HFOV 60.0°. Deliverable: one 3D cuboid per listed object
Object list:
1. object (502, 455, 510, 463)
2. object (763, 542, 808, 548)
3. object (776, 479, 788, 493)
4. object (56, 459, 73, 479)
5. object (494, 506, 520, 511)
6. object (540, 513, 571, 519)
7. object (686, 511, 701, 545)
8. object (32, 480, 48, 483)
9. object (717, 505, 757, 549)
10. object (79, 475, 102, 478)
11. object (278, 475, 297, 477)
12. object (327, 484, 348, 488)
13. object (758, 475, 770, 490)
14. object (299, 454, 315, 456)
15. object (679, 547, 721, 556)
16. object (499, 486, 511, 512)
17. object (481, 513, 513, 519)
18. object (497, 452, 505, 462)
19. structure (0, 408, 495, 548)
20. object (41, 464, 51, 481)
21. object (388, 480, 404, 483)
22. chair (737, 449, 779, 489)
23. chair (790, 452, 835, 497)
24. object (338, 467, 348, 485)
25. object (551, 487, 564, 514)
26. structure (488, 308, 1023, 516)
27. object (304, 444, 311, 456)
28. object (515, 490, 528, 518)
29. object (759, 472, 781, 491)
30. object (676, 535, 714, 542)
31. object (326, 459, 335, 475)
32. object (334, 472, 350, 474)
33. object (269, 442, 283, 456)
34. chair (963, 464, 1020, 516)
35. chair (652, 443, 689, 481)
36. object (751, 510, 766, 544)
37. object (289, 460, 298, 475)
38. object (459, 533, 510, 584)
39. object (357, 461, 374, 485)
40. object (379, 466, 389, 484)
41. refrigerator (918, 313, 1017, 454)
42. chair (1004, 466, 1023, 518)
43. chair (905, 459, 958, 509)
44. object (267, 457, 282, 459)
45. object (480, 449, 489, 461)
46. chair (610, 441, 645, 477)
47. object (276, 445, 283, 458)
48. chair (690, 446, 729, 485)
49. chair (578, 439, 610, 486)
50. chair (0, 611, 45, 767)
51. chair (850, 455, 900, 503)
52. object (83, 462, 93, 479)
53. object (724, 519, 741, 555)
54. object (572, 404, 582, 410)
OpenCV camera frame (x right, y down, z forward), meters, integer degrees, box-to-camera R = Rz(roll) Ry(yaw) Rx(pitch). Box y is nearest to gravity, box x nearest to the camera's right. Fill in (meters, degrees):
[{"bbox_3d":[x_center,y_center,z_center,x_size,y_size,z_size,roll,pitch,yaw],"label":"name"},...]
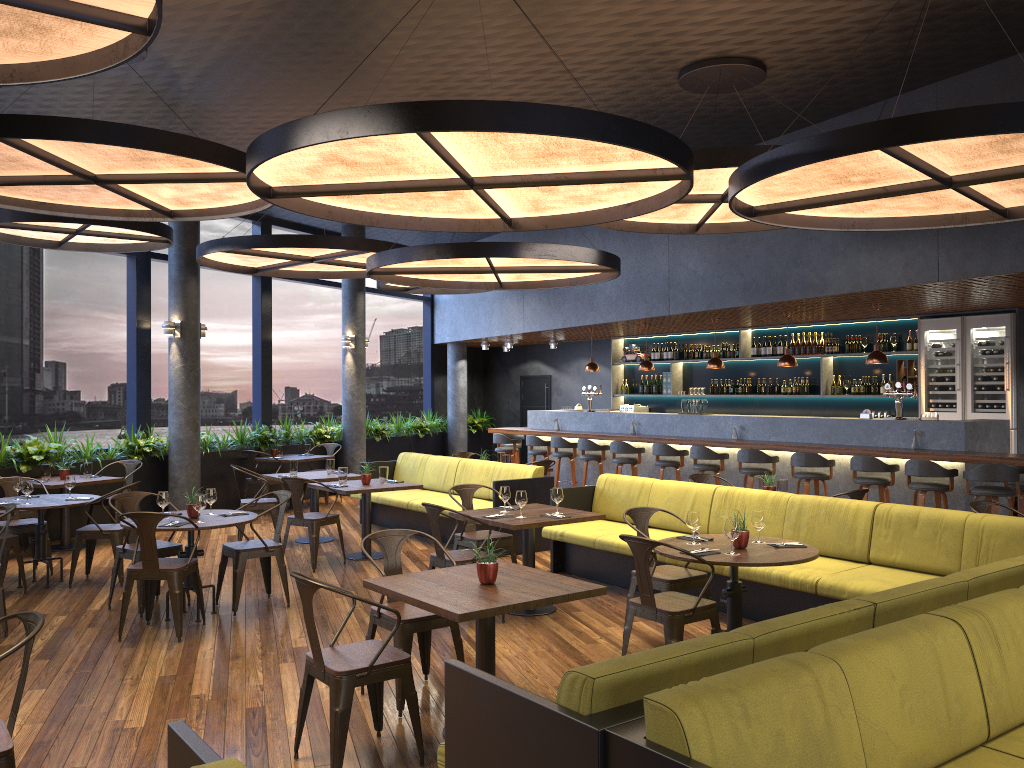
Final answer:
[{"bbox_3d":[-0.075,0.971,11.033,0.102,0.178,0.102,-1,-1,39],"label":"object"},{"bbox_3d":[1.709,1.008,5.574,0.255,0.019,0.157,0,0,-5],"label":"object"},{"bbox_3d":[2.396,0.939,7.858,0.102,0.178,0.102,-1,-1,39],"label":"object"},{"bbox_3d":[-5.041,0.938,10.003,0.260,0.271,0.238,0,0,-21],"label":"object"},{"bbox_3d":[-0.020,1.028,7.353,0.157,0.019,0.255,0,0,-36],"label":"object"},{"bbox_3d":[0.325,1.023,6.904,0.157,0.019,0.255,0,0,-36],"label":"object"},{"bbox_3d":[1.159,0.917,5.658,0.097,0.206,0.097,0,0,-12],"label":"object"},{"bbox_3d":[-5.211,1.062,9.690,0.255,0.019,0.157,0,0,29],"label":"object"},{"bbox_3d":[1.420,0.880,5.512,0.238,0.271,0.260,0,0,-15],"label":"object"},{"bbox_3d":[-4.855,1.065,10.251,0.255,0.019,0.157,0,0,29],"label":"object"},{"bbox_3d":[-2.587,1.055,10.189,0.157,0.019,0.255,0,-1,-37],"label":"object"},{"bbox_3d":[-1.814,1.045,9.154,0.157,0.019,0.255,0,-1,-37],"label":"object"},{"bbox_3d":[2.340,0.941,8.241,0.102,0.178,0.102,0,0,-1],"label":"object"},{"bbox_3d":[-3.119,1.081,13.535,0.255,0.019,0.157,0,0,29],"label":"object"},{"bbox_3d":[1.150,1.009,5.351,0.255,0.019,0.157,0,0,-34],"label":"object"},{"bbox_3d":[-0.058,0.933,7.183,0.097,0.206,0.097,-1,-1,45],"label":"object"},{"bbox_3d":[-0.098,1.025,6.904,0.255,0.019,0.157,0,0,-36],"label":"object"},{"bbox_3d":[-0.140,0.974,11.452,0.102,0.178,0.102,0,0,-1],"label":"object"},{"bbox_3d":[-4.179,1.148,12.846,0.808,1.413,17.112,0,0,28],"label":"structure"},{"bbox_3d":[-5.178,0.984,9.853,0.102,0.178,0.102,-1,0,35],"label":"object"},{"bbox_3d":[-1.262,1.045,9.525,0.157,0.019,0.255,0,-1,-37],"label":"object"},{"bbox_3d":[2.932,1.283,10.556,0.483,1.048,0.438,0,0,14],"label":"chair"},{"bbox_3d":[3.372,1.278,10.003,0.438,1.048,0.483,0,0,-22],"label":"chair"},{"bbox_3d":[-1.778,0.966,9.325,0.102,0.178,0.102,0,0,-31],"label":"object"},{"bbox_3d":[0.363,0.930,7.075,0.097,0.206,0.097,-1,-1,45],"label":"object"},{"bbox_3d":[3.456,0.468,12.146,2.700,2.700,9.298,0,-1,-37],"label":"structure"},{"bbox_3d":[-3.084,1.000,13.365,0.102,0.178,0.102,0,-1,-45],"label":"object"},{"bbox_3d":[0.072,0.930,6.867,0.097,0.206,0.097,0,0,-36],"label":"object"},{"bbox_3d":[2.331,0.894,8.017,0.238,0.271,0.260,0,0,-15],"label":"object"},{"bbox_3d":[1.216,1.012,5.822,0.157,0.019,0.255,0,0,-30],"label":"object"},{"bbox_3d":[-2.132,0.975,10.425,0.102,0.178,0.102,0,0,29],"label":"object"},{"bbox_3d":[-2.035,1.056,10.560,0.157,0.019,0.255,0,-1,-37],"label":"object"},{"bbox_3d":[-3.599,0.956,13.405,0.260,0.271,0.238,0,0,-35],"label":"object"},{"bbox_3d":[4.521,1.261,8.380,0.438,1.048,0.483,0,-1,-45],"label":"chair"},{"bbox_3d":[2.095,1.295,11.701,0.483,1.048,0.438,0,0,25],"label":"chair"},{"bbox_3d":[1.584,0.916,5.697,0.097,0.206,0.097,0,0,5],"label":"object"},{"bbox_3d":[-2.551,0.976,10.360,0.102,0.178,0.102,0,0,29],"label":"object"},{"bbox_3d":[-0.135,0.879,4.527,0.260,0.271,0.238,0,0,-2],"label":"object"},{"bbox_3d":[-1.527,0.919,9.333,0.238,0.271,0.260,0,0,2],"label":"object"},{"bbox_3d":[-1.359,0.965,9.390,0.102,0.178,0.102,0,0,19],"label":"object"},{"bbox_3d":[5.714,0.218,11.036,0.454,2.109,1.159,0,-1,-37],"label":"refrigerator"},{"bbox_3d":[5.094,1.262,8.761,0.483,1.048,0.438,0,0,25],"label":"chair"},{"bbox_3d":[4.160,1.266,8.846,0.438,1.048,0.483,0,0,-8],"label":"chair"},{"bbox_3d":[-3.475,1.078,12.973,0.255,0.019,0.157,0,0,29],"label":"object"},{"bbox_3d":[-0.350,0.926,11.045,0.238,0.271,0.260,0,0,-32],"label":"object"},{"bbox_3d":[1.572,1.300,12.208,0.438,1.048,0.483,0,0,-17],"label":"chair"},{"bbox_3d":[-3.442,1.000,13.137,0.102,0.178,0.102,-1,0,35],"label":"object"},{"bbox_3d":[2.460,1.289,11.121,0.438,1.048,0.483,0,0,-8],"label":"chair"},{"bbox_3d":[1.170,1.306,12.815,0.438,1.048,0.483,0,0,-8],"label":"chair"},{"bbox_3d":[-1.964,1.316,3.144,0.541,0.917,0.504,0,0,-36],"label":"chair"},{"bbox_3d":[3.841,1.271,9.384,0.483,1.048,0.438,0,0,25],"label":"chair"},{"bbox_3d":[-4.820,0.984,10.081,0.102,0.178,0.102,0,-1,-45],"label":"object"},{"bbox_3d":[1.318,0.914,5.307,0.097,0.206,0.097,0,0,2],"label":"object"},{"bbox_3d":[1.356,0.395,15.581,0.766,0.106,0.200,0,-1,-37],"label":"object"}]
